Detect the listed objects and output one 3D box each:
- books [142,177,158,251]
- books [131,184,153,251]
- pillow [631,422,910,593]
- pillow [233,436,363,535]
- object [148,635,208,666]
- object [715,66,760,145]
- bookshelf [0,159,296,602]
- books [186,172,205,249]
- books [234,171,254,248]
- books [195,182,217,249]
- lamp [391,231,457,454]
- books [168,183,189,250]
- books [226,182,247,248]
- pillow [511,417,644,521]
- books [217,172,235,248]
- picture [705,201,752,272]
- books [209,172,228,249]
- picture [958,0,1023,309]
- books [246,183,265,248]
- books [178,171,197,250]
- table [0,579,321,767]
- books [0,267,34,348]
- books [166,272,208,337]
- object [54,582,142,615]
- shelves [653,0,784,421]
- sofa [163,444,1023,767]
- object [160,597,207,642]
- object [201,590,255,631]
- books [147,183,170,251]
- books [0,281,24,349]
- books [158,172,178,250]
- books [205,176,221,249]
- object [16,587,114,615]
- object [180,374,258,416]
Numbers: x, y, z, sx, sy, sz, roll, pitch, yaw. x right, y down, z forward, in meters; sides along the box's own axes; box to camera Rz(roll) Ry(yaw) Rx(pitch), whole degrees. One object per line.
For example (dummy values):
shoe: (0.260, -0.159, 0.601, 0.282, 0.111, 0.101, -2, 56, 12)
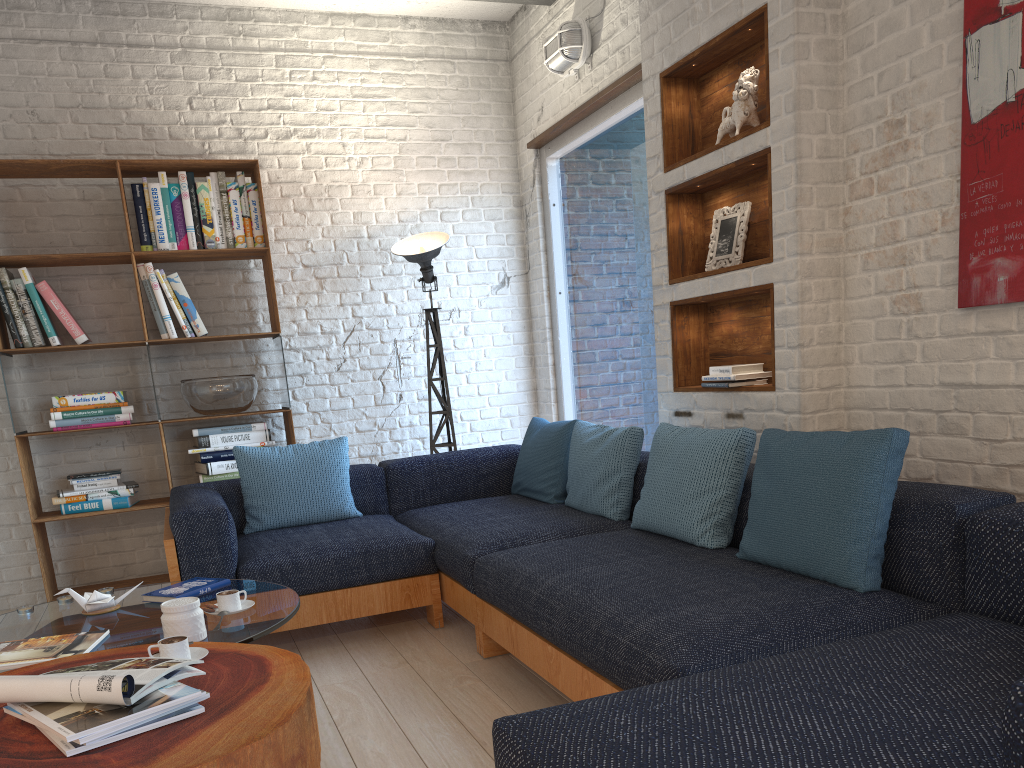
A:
books: (-1.846, -0.838, 4.454, 0.020, 0.368, 0.267, -9, 9, -21)
books: (-1.881, -0.820, 4.445, 0.055, 0.338, 0.250, -9, 9, -21)
pillow: (0.736, 0.331, 2.742, 0.252, 0.426, 1.196, -8, 3, -22)
pillow: (-1.000, 0.465, 4.070, 0.551, 0.419, 0.219, -7, 9, -21)
object: (-0.795, 0.624, 2.048, 0.144, 0.057, 0.173, -6, 3, -31)
object: (0.829, -1.007, 3.190, 0.112, 0.249, 0.211, -7, 7, -13)
bookshelf: (-1.868, 0.031, 4.562, 1.307, 2.259, 0.357, -8, 11, -19)
books: (-1.642, -0.870, 4.516, 0.036, 0.393, 0.239, -9, 10, -21)
books: (-1.414, -0.891, 4.598, 0.036, 0.393, 0.239, -9, 10, -21)
books: (-1.591, -0.846, 4.523, 0.055, 0.338, 0.250, -9, 9, -21)
lamp: (-0.210, 0.066, 4.829, 0.865, 1.893, 0.493, 4, 13, 41)
books: (-1.722, -0.835, 4.503, 0.055, 0.338, 0.250, -9, 9, -21)
books: (-1.454, -0.859, 4.583, 0.055, 0.338, 0.250, -9, 9, -21)
pillow: (0.268, 0.368, 3.995, 0.241, 0.407, 1.092, -8, 4, -22)
books: (-1.502, -0.883, 4.567, 0.036, 0.393, 0.239, -9, 10, -21)
picture: (0.845, -0.566, 3.373, 0.101, 0.251, 0.191, -10, 9, -30)
books: (-1.541, -0.880, 4.567, 0.036, 0.393, 0.239, -9, 10, -21)
picture: (1.382, -0.703, 2.068, 0.019, 0.984, 0.731, -9, 9, -21)
books: (-1.372, -0.867, 4.636, 0.055, 0.338, 0.250, -9, 9, -21)
books: (-1.673, -0.867, 4.494, 0.036, 0.393, 0.239, -9, 10, -21)
table: (-1.058, 0.900, 2.247, 1.071, 0.456, 1.802, -6, 2, -15)
books: (-2.439, -0.363, 4.310, 0.090, 0.394, 0.239, -9, 9, -21)
books: (-1.702, -0.402, 4.567, 0.157, 0.337, 0.250, -8, 8, -21)
object: (-1.301, 0.669, 2.760, 0.187, 0.093, 0.190, -5, 3, 5)
shelves: (0.851, -0.588, 3.318, 0.190, 1.464, 0.753, -9, 10, -21)
sofa: (0.030, 0.685, 2.753, 2.063, 0.675, 3.899, -6, 2, -21)
object: (-0.881, 0.634, 2.335, 0.108, 0.111, 0.105, -5, 7, -5)
object: (-0.822, 0.652, 2.556, 0.153, 0.058, 0.268, -6, 2, -28)
books: (-1.803, -0.827, 4.454, 0.055, 0.338, 0.250, -9, 9, -21)
books: (-2.471, -0.360, 4.290, 0.090, 0.394, 0.239, -9, 9, -21)
books: (-1.763, -0.859, 4.468, 0.036, 0.393, 0.239, -9, 10, -21)
books: (-1.562, -0.864, 4.547, 0.020, 0.368, 0.267, -9, 9, -21)
object: (-1.476, 0.714, 2.886, 0.297, 0.028, 0.068, -6, 3, -43)
object: (-1.574, 0.065, 4.714, 0.404, 0.206, 0.391, -4, 4, 21)
